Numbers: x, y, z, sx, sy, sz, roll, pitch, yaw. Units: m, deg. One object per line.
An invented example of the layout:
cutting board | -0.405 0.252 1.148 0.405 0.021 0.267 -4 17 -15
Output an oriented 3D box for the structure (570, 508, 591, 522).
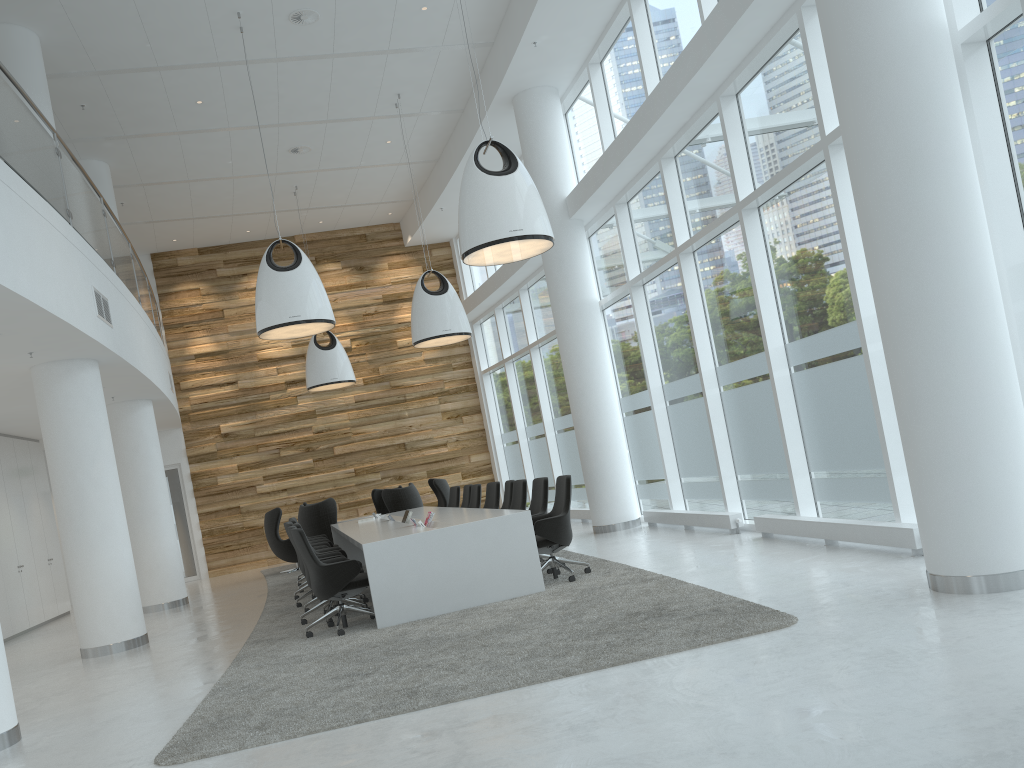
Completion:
structure | 1.187 2.139 14.422 0.150 0.213 2.705 -10 -5 -16

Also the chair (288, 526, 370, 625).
chair | -1.810 1.819 8.694 0.672 0.965 0.689 -10 -2 -15

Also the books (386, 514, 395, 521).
books | -1.512 1.780 11.377 0.153 0.238 0.191 -10 -3 -15

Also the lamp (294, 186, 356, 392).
lamp | -3.552 -1.734 15.863 0.888 3.641 0.881 -11 -1 24

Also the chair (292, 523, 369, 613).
chair | -1.963 1.917 9.494 0.672 0.965 0.689 -10 -2 -15

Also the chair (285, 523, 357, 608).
chair | -2.219 2.025 10.187 0.671 0.965 0.689 -10 -2 -20

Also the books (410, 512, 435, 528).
books | -0.907 1.480 9.182 0.231 0.274 0.598 -11 -4 5

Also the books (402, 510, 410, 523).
books | -1.339 1.698 11.056 0.139 0.229 0.358 -10 -4 -15

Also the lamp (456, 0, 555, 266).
lamp | -0.370 -2.994 8.200 0.889 3.641 0.880 -11 -1 31

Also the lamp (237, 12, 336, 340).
lamp | -2.765 -2.382 10.062 0.889 3.641 0.880 -11 -1 31

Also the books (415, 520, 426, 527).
books | -0.847 1.436 8.687 0.143 0.226 0.204 -10 -3 -16

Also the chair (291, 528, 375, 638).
chair | -1.568 1.701 7.854 0.671 0.965 0.689 -10 -2 -20

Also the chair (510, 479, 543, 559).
chair | -0.056 1.602 10.007 0.672 0.965 0.689 -10 -2 -15

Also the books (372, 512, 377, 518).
books | -2.017 2.051 13.409 0.152 0.241 0.183 -10 -2 -14

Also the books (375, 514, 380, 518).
books | -1.929 2.014 13.083 0.138 0.223 0.163 -10 -2 -14

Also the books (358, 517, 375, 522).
books | -2.095 1.954 12.764 0.224 0.026 0.264 -10 -5 -5

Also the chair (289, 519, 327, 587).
chair | -2.756 2.324 12.487 0.672 0.965 0.689 -10 -2 -15

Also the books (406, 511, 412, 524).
books | -1.325 1.715 11.079 0.158 0.241 0.354 -10 -4 -15

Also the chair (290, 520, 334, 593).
chair | -2.550 2.217 11.695 0.672 0.965 0.689 -10 -2 -15

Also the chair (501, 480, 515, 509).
chair | -0.179 1.690 10.760 0.672 0.965 0.688 -10 -2 -10

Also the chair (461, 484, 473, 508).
chair | -0.796 2.000 13.008 0.672 0.965 0.689 -10 -2 -15

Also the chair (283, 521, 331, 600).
chair | -2.426 2.129 10.942 0.672 0.965 0.688 -10 -2 -10

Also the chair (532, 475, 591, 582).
chair | 0.343 1.391 8.427 0.672 0.965 0.688 -10 -2 -10

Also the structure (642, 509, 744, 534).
structure | 2.122 1.635 10.614 0.150 0.213 2.704 -10 -5 -13

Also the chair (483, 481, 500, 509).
chair | -0.386 1.794 11.516 0.671 0.965 0.689 -10 -2 -20

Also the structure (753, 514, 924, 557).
structure | 2.709 1.256 7.496 0.150 0.213 2.702 -10 -5 -10

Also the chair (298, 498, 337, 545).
chair | -3.037 2.475 14.705 0.915 1.150 0.918 -11 -2 5

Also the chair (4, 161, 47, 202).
chair | -4.962 -1.755 8.487 0.910 1.150 0.923 -10 -3 -21

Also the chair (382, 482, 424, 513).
chair | -1.903 2.284 14.971 0.923 1.150 0.910 -12 -3 35

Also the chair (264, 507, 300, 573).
chair | -3.817 2.692 15.523 0.913 1.150 0.920 -10 -3 -25

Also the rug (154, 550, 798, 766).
rug | -1.427 2.454 11.140 3.927 0.010 13.524 -9 -5 -14

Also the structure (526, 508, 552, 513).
structure | 0.280 2.570 17.443 0.149 0.213 2.706 -10 -5 -19

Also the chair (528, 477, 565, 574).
chair | 0.150 1.495 9.216 0.672 0.965 0.689 -10 -2 -15

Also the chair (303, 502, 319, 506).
chair | -3.496 2.728 16.649 0.923 1.150 0.910 -12 -3 35

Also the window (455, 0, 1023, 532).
window | -19.081 2.644 11.060 63.241 6.130 30.739 -13 -5 25

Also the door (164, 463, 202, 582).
door | -7.384 2.934 17.863 1.800 2.398 0.133 -10 -1 -12

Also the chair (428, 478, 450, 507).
chair | -1.516 2.312 16.147 0.913 1.150 0.920 -10 -3 -25

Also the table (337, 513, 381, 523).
table | -2.665 2.726 15.797 0.801 0.695 0.799 -11 -3 10

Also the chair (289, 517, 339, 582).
chair | -2.948 2.428 13.276 0.672 0.965 0.688 -10 -2 -10

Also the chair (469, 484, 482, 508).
chair | -0.643 1.902 12.208 0.672 0.965 0.689 -10 -2 -15

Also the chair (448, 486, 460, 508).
chair | -1.037 2.118 13.848 0.671 0.965 0.689 -10 -2 -20

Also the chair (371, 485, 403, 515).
chair | -2.385 2.544 16.940 0.915 1.150 0.918 -11 -2 5

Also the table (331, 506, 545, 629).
table | -1.268 2.023 10.856 1.496 0.738 6.594 -10 -5 -15

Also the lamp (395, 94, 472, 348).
lamp | -1.343 -2.404 12.924 0.889 3.641 0.880 -11 -1 29
